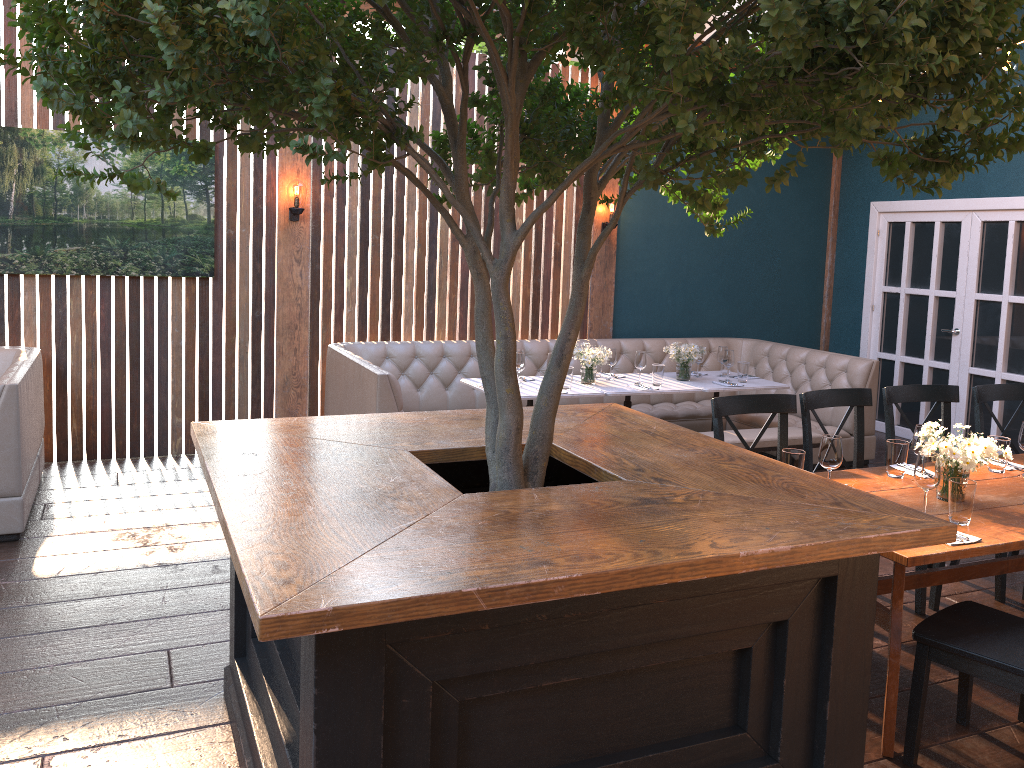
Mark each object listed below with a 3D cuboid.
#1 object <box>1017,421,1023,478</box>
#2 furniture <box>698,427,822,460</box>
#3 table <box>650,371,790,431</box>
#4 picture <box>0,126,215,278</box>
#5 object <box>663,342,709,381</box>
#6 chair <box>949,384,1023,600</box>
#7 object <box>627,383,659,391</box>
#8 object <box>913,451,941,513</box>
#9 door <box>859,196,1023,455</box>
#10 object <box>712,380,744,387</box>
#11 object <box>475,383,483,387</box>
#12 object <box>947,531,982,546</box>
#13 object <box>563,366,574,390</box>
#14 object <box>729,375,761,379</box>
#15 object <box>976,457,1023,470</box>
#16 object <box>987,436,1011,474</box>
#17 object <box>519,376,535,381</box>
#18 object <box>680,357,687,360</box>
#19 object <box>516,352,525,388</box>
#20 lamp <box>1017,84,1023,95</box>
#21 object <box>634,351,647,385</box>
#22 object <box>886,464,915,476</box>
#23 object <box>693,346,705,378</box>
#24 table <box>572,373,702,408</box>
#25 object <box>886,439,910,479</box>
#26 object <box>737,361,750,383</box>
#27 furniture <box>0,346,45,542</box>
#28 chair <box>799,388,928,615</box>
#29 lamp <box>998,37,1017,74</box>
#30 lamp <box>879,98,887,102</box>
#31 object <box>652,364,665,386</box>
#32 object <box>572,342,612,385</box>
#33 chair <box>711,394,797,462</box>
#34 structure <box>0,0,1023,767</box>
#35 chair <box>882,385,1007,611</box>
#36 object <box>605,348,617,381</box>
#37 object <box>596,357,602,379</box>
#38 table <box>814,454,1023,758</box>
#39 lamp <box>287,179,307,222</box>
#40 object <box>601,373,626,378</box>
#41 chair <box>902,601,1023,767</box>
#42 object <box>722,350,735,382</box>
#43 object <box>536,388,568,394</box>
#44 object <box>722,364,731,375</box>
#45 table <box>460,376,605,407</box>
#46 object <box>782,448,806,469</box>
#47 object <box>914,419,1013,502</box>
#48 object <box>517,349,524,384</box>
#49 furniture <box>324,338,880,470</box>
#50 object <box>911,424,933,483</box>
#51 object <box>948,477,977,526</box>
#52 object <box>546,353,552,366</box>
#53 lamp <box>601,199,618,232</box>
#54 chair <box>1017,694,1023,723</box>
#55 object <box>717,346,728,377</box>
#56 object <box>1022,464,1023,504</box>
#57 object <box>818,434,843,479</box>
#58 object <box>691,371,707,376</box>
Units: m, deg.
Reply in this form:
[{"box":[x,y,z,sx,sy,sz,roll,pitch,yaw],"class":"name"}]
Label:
[{"box":[2.308,0.294,3.950,0.092,0.243,0.093,4,6,18],"class":"object"},{"box":[1.151,0.562,6.107,2.329,0.396,0.315,-2,8,-24],"class":"furniture"},{"box":[1.617,0.292,7.046,0.799,0.668,0.804,-1,8,-24],"class":"table"},{"box":[-2.960,-1.262,6.229,1.650,0.992,0.065,-1,6,-24],"class":"picture"},{"box":[1.339,-0.185,6.882,0.337,0.307,0.330,7,9,31],"class":"object"},{"box":[2.727,0.540,4.659,0.477,1.013,0.543,0,6,-18],"class":"chair"},{"box":[0.943,0.016,6.444,0.157,0.019,0.257,-2,10,-23],"class":"object"},{"box":[1.524,0.376,3.255,0.092,0.243,0.093,5,6,24],"class":"object"},{"box":[5.145,-0.025,5.010,0.174,2.193,8.236,0,9,-24],"class":"door"},{"box":[1.637,-0.008,6.758,0.157,0.019,0.257,-2,10,-23],"class":"object"},{"box":[-0.121,0.002,6.290,0.255,0.019,0.159,-2,10,-23],"class":"object"},{"box":[1.491,0.512,3.105,0.157,0.019,0.257,-2,10,-23],"class":"object"},{"box":[0.386,-0.042,6.241,0.092,0.157,0.092,-3,8,-37],"class":"object"},{"box":[1.857,-0.060,7.130,0.255,0.019,0.159,-2,10,-23],"class":"object"},{"box":[2.317,0.374,4.161,0.157,0.019,0.257,-2,10,-23],"class":"object"},{"box":[2.208,0.322,4.022,0.092,0.157,0.092,2,6,2],"class":"object"},{"box":[0.074,-0.044,6.619,0.157,0.019,0.257,-2,10,-23],"class":"object"},{"box":[1.366,-0.147,7.123,0.092,0.157,0.092,-3,8,-37],"class":"object"},{"box":[0.048,-0.100,6.257,0.092,0.243,0.093,5,6,24],"class":"object"},{"box":[3.133,-1.791,5.473,0.056,0.120,0.057,2,6,0],"class":"lamp"},{"box":[0.956,-0.121,6.599,0.092,0.243,0.093,5,6,24],"class":"object"},{"box":[1.823,0.389,3.951,0.157,0.019,0.257,-2,10,-23],"class":"object"},{"box":[1.488,-0.176,7.062,0.092,0.243,0.093,4,6,18],"class":"object"},{"box":[0.870,0.317,6.717,0.799,0.668,0.804,-1,8,-23],"class":"table"},{"box":[1.678,0.328,3.860,0.092,0.157,0.092,4,6,12],"class":"object"},{"box":[1.793,-0.090,6.869,0.092,0.157,0.092,-3,8,-37],"class":"object"},{"box":[-4.831,0.348,4.624,4.158,0.853,1.722,-2,9,-24],"class":"furniture"},{"box":[1.676,0.564,4.268,0.477,1.013,0.543,-1,7,-29],"class":"chair"},{"box":[1.637,-1.086,2.921,0.056,0.120,0.057,2,6,-4],"class":"lamp"},{"box":[1.540,-1.214,3.672,0.056,0.118,0.060,1,6,-9],"class":"lamp"},{"box":[1.078,-0.065,6.546,0.092,0.157,0.092,-3,8,-37],"class":"object"},{"box":[0.583,-0.157,6.534,0.329,0.307,0.338,5,8,18],"class":"object"},{"box":[1.182,0.589,3.998,0.477,1.013,0.543,-1,7,-24],"class":"chair"},{"box":[0.026,-0.587,2.675,2.850,3.672,2.735,0,7,-15],"class":"structure"},{"box":[2.182,0.544,4.506,0.477,1.013,0.543,0,6,-19],"class":"chair"},{"box":[0.753,-0.150,6.736,0.092,0.243,0.093,5,6,24],"class":"object"},{"box":[0.652,-0.124,6.818,0.092,0.157,0.092,-3,8,-37],"class":"object"},{"box":[2.179,0.804,3.792,2.431,0.725,0.957,-2,9,-24],"class":"table"},{"box":[-1.641,-1.398,6.736,0.146,0.318,0.179,-1,7,-24],"class":"lamp"},{"box":[0.788,-0.068,6.933,0.157,0.019,0.257,-2,10,-23],"class":"object"},{"box":[1.654,0.784,2.884,0.478,1.013,0.542,-3,8,-41],"class":"chair"},{"box":[1.688,-0.143,6.904,0.092,0.243,0.093,4,6,18],"class":"object"},{"box":[0.267,0.040,6.143,0.157,0.019,0.257,-2,10,-23],"class":"object"},{"box":[1.751,-0.153,7.248,0.092,0.157,0.092,-3,8,-37],"class":"object"},{"box":[0.123,0.342,6.389,0.799,0.668,0.804,-1,8,-25],"class":"table"},{"box":[1.142,0.350,3.602,0.092,0.157,0.092,-3,8,-37],"class":"object"},{"box":[1.770,0.311,3.514,0.336,0.307,0.331,1,7,-9],"class":"object"},{"box":[0.047,-0.128,6.435,0.092,0.243,0.093,5,6,24],"class":"object"},{"box":[0.708,0.162,7.059,4.158,0.853,1.722,-2,9,-24],"class":"furniture"},{"box":[1.757,0.300,3.786,0.092,0.243,0.093,5,6,24],"class":"object"},{"box":[1.634,0.429,3.219,0.092,0.157,0.092,4,6,12],"class":"object"},{"box":[0.290,-0.098,6.299,0.092,0.243,0.093,5,6,24],"class":"object"},{"box":[0.875,-1.482,7.842,0.146,0.318,0.179,-1,7,-24],"class":"lamp"},{"box":[2.190,0.769,3.098,0.477,1.013,0.543,-1,7,-24],"class":"chair"},{"box":[1.699,-0.182,7.150,0.092,0.243,0.093,4,6,18],"class":"object"},{"box":[2.070,0.358,3.495,0.092,0.243,0.093,5,6,24],"class":"object"},{"box":[1.258,0.327,3.504,0.092,0.243,0.093,5,6,24],"class":"object"},{"box":[1.497,-0.090,7.238,0.157,0.019,0.257,-2,10,-23],"class":"object"}]
